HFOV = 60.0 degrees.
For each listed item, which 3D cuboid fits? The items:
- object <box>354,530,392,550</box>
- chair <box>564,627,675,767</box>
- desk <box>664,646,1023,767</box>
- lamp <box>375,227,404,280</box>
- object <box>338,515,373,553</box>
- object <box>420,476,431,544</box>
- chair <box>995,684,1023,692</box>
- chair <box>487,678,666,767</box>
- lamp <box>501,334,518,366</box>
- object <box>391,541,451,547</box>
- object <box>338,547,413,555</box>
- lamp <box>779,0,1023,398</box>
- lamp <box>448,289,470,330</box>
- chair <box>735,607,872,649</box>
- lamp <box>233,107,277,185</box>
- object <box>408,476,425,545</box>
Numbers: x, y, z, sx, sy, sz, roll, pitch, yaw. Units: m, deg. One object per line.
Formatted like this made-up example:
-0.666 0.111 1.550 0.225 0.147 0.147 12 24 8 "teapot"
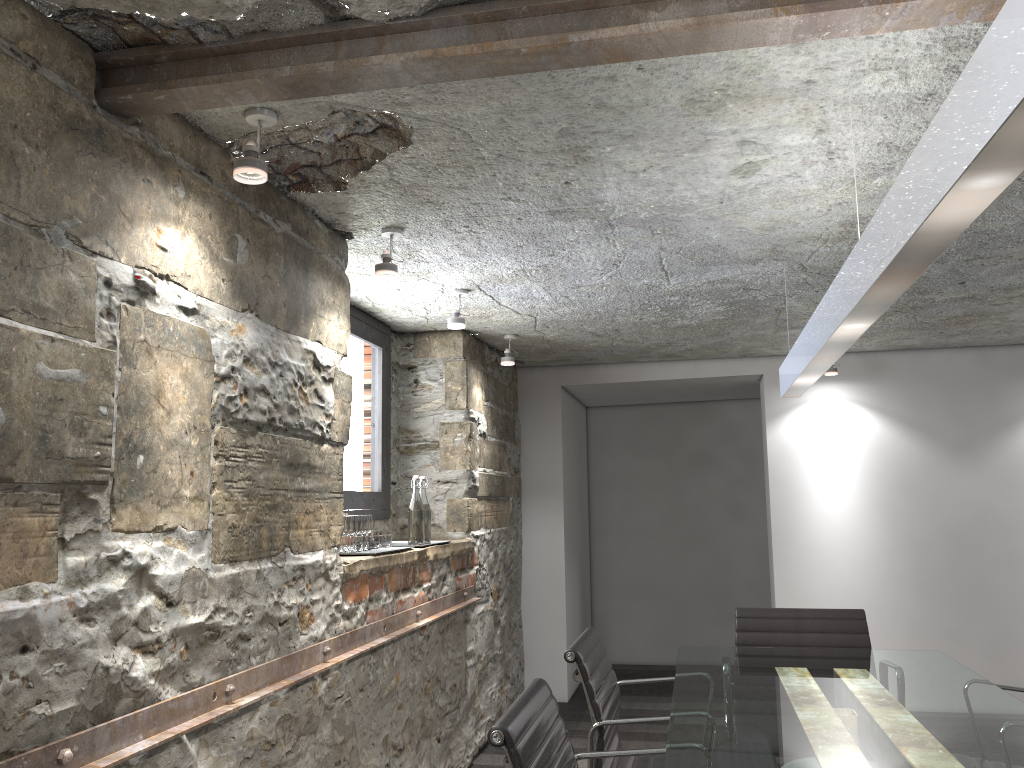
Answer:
-0.556 0.609 3.481 0.111 0.072 0.191 -3 -8 19 "object"
0.488 1.182 2.617 0.667 0.837 0.693 -1 -8 3 "chair"
0.755 1.111 1.652 0.909 0.711 3.154 -2 -8 11 "desk"
-0.404 -0.429 2.916 0.077 0.165 0.098 -8 -11 44 "lamp"
-0.592 0.552 3.275 0.108 0.131 0.218 -2 -8 10 "object"
-0.400 0.565 3.972 0.073 0.300 0.073 2 -8 -20 "object"
1.422 1.140 2.410 0.667 0.837 0.693 -2 -8 10 "chair"
0.292 1.069 1.767 0.667 0.837 0.693 -1 -8 2 "chair"
-0.016 -0.183 4.774 0.077 0.165 0.098 -8 -11 44 "lamp"
-0.471 0.706 3.915 0.310 0.007 0.457 -2 -8 11 "object"
-0.585 0.633 3.368 0.310 0.007 0.457 -2 -8 11 "object"
0.729 -0.410 1.857 0.073 0.524 3.159 -2 -8 11 "lamp"
-0.227 -0.317 3.762 0.077 0.165 0.098 -8 -11 44 "lamp"
1.037 1.233 3.058 0.693 0.837 0.667 -1 -8 4 "chair"
-0.588 -0.546 2.034 0.077 0.165 0.098 -8 -11 44 "lamp"
-0.418 0.553 3.882 0.073 0.300 0.073 2 -8 -20 "object"
